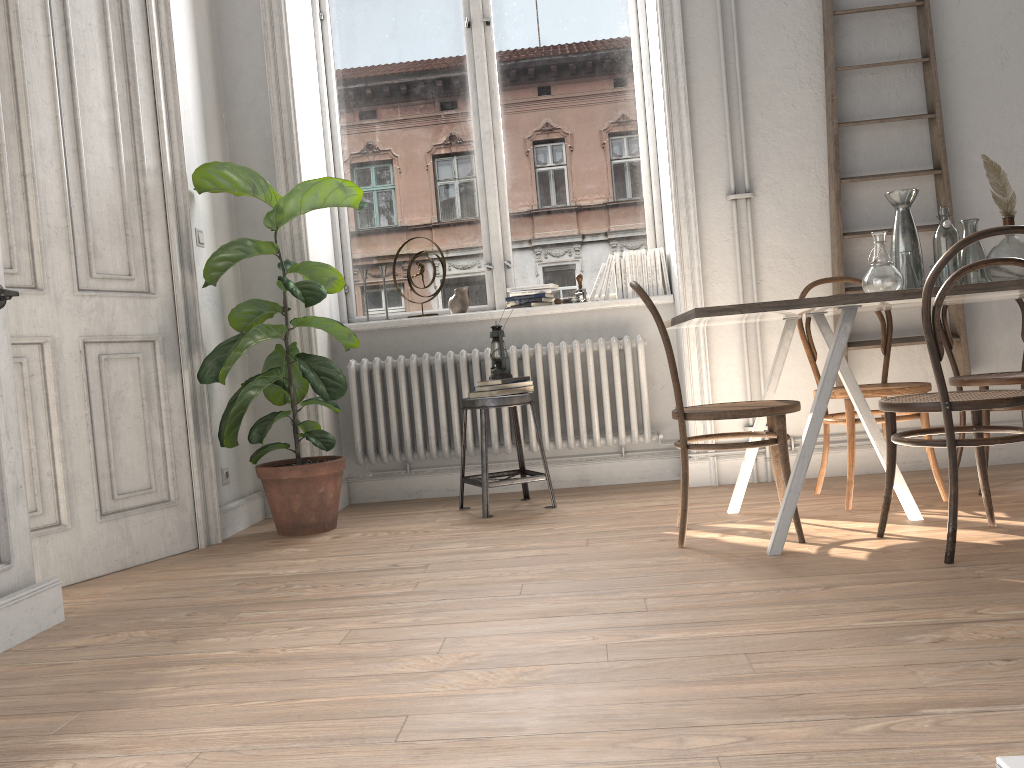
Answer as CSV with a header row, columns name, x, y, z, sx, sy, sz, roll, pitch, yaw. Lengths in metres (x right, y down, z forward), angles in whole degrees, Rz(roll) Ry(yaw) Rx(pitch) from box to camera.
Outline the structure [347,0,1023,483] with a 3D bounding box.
name,x,y,z,sx,sy,sz,roll,pitch,yaw
structure,1.585,-1.811,4.244,5.182,4.475,0.340,-5,2,5

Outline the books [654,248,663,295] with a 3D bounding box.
name,x,y,z,sx,sy,sz,roll,pitch,yaw
books,0.755,-0.573,4.601,0.024,0.243,0.175,-5,2,5

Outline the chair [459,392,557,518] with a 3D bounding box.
name,x,y,z,sx,sy,sz,roll,pitch,yaw
chair,-0.044,0.313,4.095,0.364,0.523,0.360,-6,2,-22

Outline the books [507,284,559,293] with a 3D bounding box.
name,x,y,z,sx,sy,sz,roll,pitch,yaw
books,0.112,-0.499,4.645,0.244,0.019,0.174,-5,1,15

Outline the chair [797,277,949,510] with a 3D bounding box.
name,x,y,z,sx,sy,sz,roll,pitch,yaw
chair,1.431,0.001,3.588,0.438,0.921,0.549,-5,2,3

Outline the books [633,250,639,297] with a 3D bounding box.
name,x,y,z,sx,sy,sz,roll,pitch,yaw
books,0.644,-0.564,4.625,0.019,0.244,0.174,-5,2,5

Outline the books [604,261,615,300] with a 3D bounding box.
name,x,y,z,sx,sy,sz,roll,pitch,yaw
books,0.508,-0.533,4.621,0.072,0.203,0.155,-5,2,5

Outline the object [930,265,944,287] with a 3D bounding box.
name,x,y,z,sx,sy,sz,roll,pitch,yaw
object,1.443,-0.356,3.013,0.058,0.094,0.058,-4,2,33

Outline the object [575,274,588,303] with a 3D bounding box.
name,x,y,z,sx,sy,sz,roll,pitch,yaw
object,0.353,-0.492,4.568,0.048,0.153,0.088,-6,2,-25

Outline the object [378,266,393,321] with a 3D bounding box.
name,x,y,z,sx,sy,sz,roll,pitch,yaw
object,-0.667,-0.475,4.667,0.095,0.289,0.095,-4,2,27

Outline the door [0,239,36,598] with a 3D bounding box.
name,x,y,z,sx,sy,sz,roll,pitch,yaw
door,-1.610,-0.659,2.079,0.216,2.815,1.096,-5,2,6

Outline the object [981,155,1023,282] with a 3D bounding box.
name,x,y,z,sx,sy,sz,roll,pitch,yaw
object,1.677,-0.553,2.995,0.157,0.446,0.157,-4,2,23

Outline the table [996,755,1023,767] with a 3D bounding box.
name,x,y,z,sx,sy,sz,roll,pitch,yaw
table,0.706,0.404,0.101,0.849,0.392,0.849,-5,1,5

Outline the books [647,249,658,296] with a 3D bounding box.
name,x,y,z,sx,sy,sz,roll,pitch,yaw
books,0.732,-0.571,4.623,0.024,0.243,0.175,-5,2,5

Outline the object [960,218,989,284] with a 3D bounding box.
name,x,y,z,sx,sy,sz,roll,pitch,yaw
object,1.640,-0.457,3.162,0.098,0.255,0.100,-5,2,-19

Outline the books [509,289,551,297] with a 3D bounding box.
name,x,y,z,sx,sy,sz,roll,pitch,yaw
books,0.093,-0.471,4.627,0.205,0.020,0.155,-5,1,-5

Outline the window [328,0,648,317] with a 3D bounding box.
name,x,y,z,sx,sy,sz,roll,pitch,yaw
window,-0.173,-1.850,4.787,1.622,2.844,0.013,-5,2,5

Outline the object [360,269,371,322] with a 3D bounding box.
name,x,y,z,sx,sy,sz,roll,pitch,yaw
object,-0.779,-0.467,4.733,0.095,0.289,0.095,-4,2,36

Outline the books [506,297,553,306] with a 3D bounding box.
name,x,y,z,sx,sy,sz,roll,pitch,yaw
books,0.093,-0.429,4.642,0.205,0.022,0.155,-4,1,25

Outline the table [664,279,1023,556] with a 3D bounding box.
name,x,y,z,sx,sy,sz,roll,pitch,yaw
table,1.701,0.059,3.061,2.200,0.780,1.100,-5,1,5

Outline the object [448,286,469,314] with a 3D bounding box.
name,x,y,z,sx,sy,sz,roll,pitch,yaw
object,-0.280,-0.435,4.655,0.100,0.142,0.102,-6,2,-21

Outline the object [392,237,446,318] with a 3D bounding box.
name,x,y,z,sx,sy,sz,roll,pitch,yaw
object,-0.483,-0.559,4.670,0.347,0.425,0.087,-4,2,37

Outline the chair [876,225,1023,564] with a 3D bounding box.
name,x,y,z,sx,sy,sz,roll,pitch,yaw
chair,1.352,0.029,2.653,0.438,0.921,0.549,-5,2,0

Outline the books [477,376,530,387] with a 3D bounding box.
name,x,y,z,sx,sy,sz,roll,pitch,yaw
books,-0.038,-0.013,4.119,0.147,0.027,0.221,-4,2,37

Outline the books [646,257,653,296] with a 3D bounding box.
name,x,y,z,sx,sy,sz,roll,pitch,yaw
books,0.709,-0.550,4.604,0.020,0.205,0.155,-5,2,5

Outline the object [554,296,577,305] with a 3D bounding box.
name,x,y,z,sx,sy,sz,roll,pitch,yaw
object,0.277,-0.435,4.632,0.088,0.048,0.153,-4,2,44

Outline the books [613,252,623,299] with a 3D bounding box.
name,x,y,z,sx,sy,sz,roll,pitch,yaw
books,0.555,-0.557,4.637,0.024,0.243,0.175,-5,2,5

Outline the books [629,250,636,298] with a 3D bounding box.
name,x,y,z,sx,sy,sz,roll,pitch,yaw
books,0.623,-0.562,4.609,0.019,0.244,0.174,-5,2,5

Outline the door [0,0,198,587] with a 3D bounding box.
name,x,y,z,sx,sy,sz,roll,pitch,yaw
door,-1.686,-0.679,3.250,0.216,2.815,1.096,-4,2,29

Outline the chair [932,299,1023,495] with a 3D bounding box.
name,x,y,z,sx,sy,sz,roll,pitch,yaw
chair,2.007,-0.049,3.621,0.438,0.921,0.549,-5,2,12

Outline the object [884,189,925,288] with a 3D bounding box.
name,x,y,z,sx,sy,sz,roll,pitch,yaw
object,1.427,-0.505,3.217,0.116,0.383,0.116,-4,2,16

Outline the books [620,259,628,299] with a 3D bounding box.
name,x,y,z,sx,sy,sz,roll,pitch,yaw
books,0.581,-0.540,4.615,0.020,0.205,0.155,-5,2,5

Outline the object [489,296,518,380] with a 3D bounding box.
name,x,y,z,sx,sy,sz,roll,pitch,yaw
object,-0.043,-0.217,4.141,0.163,0.383,0.154,-6,2,-22

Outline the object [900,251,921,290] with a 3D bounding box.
name,x,y,z,sx,sy,sz,roll,pitch,yaw
object,1.387,-0.386,3.111,0.083,0.158,0.083,-5,2,0

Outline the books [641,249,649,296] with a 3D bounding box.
name,x,y,z,sx,sy,sz,roll,pitch,yaw
books,0.685,-0.567,4.604,0.019,0.244,0.174,-5,2,5

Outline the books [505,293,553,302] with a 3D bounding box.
name,x,y,z,sx,sy,sz,roll,pitch,yaw
books,0.093,-0.451,4.640,0.221,0.023,0.147,-4,1,20

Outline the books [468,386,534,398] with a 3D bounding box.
name,x,y,z,sx,sy,sz,roll,pitch,yaw
books,-0.048,0.037,4.118,0.194,0.034,0.246,-4,2,45

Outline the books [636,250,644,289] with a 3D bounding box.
name,x,y,z,sx,sy,sz,roll,pitch,yaw
books,0.665,-0.566,4.628,0.024,0.243,0.175,-5,2,5

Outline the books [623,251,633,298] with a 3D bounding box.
name,x,y,z,sx,sy,sz,roll,pitch,yaw
books,0.600,-0.560,4.602,0.024,0.243,0.175,-5,2,5

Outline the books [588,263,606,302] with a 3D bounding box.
name,x,y,z,sx,sy,sz,roll,pitch,yaw
books,0.444,-0.524,4.629,0.105,0.194,0.155,-5,2,4

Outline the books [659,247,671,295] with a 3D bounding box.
name,x,y,z,sx,sy,sz,roll,pitch,yaw
books,0.786,-0.576,4.596,0.040,0.244,0.174,-5,2,5

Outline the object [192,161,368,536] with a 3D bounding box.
name,x,y,z,sx,sy,sz,roll,pitch,yaw
object,1.506,-0.467,3.485,5.828,1.843,0.791,-5,2,10

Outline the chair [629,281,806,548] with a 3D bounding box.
name,x,y,z,sx,sy,sz,roll,pitch,yaw
chair,0.725,0.072,3.114,0.549,0.921,0.437,-5,2,13

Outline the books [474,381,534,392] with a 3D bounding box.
name,x,y,z,sx,sy,sz,roll,pitch,yaw
books,-0.038,0.010,4.119,0.232,0.029,0.163,-5,1,-25

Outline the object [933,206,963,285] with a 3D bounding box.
name,x,y,z,sx,sy,sz,roll,pitch,yaw
object,1.520,-0.469,3.099,0.086,0.301,0.086,-5,2,-10

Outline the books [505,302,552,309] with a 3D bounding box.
name,x,y,z,sx,sy,sz,roll,pitch,yaw
books,0.089,-0.406,4.646,0.147,0.023,0.221,-6,2,-37

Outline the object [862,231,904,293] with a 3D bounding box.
name,x,y,z,sx,sy,sz,roll,pitch,yaw
object,1.247,-0.402,2.994,0.132,0.219,0.132,-5,2,-6

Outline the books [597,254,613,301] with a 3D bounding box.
name,x,y,z,sx,sy,sz,roll,pitch,yaw
books,0.481,-0.547,4.621,0.100,0.235,0.174,-5,2,5
